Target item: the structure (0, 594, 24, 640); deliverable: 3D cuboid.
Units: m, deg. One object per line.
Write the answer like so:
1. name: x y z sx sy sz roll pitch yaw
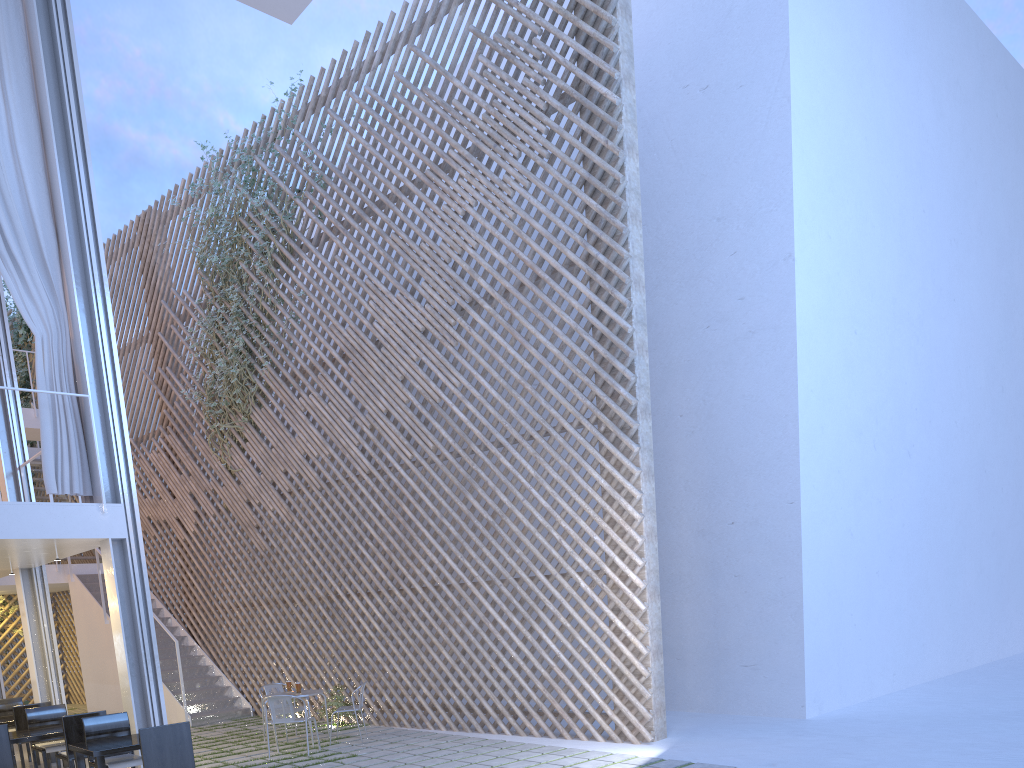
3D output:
1. structure: -5.396 2.494 8.631 1.118 2.005 0.292 -6 7 -42

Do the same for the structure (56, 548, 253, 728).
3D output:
1. structure: -3.307 1.876 6.779 2.004 1.966 1.156 -7 -1 40

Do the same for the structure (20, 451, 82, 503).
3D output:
1. structure: -2.580 0.605 4.728 0.027 0.555 1.751 -11 -4 -44

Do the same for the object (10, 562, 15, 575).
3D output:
1. object: -2.955 1.087 4.856 0.028 0.079 0.029 -7 6 -32

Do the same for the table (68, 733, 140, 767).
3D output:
1. table: -1.632 1.684 3.523 0.355 0.330 0.360 0 -6 -43

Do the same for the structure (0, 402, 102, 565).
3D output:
1. structure: -4.673 0.958 8.128 1.280 1.894 0.517 -4 5 41

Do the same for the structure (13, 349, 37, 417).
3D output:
1. structure: -4.135 0.003 7.076 1.133 0.562 0.027 5 0 -42

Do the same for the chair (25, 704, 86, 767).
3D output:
1. chair: -2.380 1.898 4.305 0.187 0.440 0.241 -8 4 -43

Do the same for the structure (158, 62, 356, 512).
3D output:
1. structure: -1.821 -0.467 5.985 2.406 2.736 0.714 -6 4 38

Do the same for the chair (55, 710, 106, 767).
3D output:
1. chair: -2.062 1.784 3.958 0.187 0.440 0.241 -8 4 -43

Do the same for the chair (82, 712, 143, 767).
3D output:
1. chair: -1.740 1.679 3.648 0.187 0.440 0.241 -8 4 -43

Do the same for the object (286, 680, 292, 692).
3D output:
1. object: -1.380 1.871 5.093 0.032 0.077 0.030 -4 4 2

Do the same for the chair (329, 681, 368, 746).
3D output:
1. chair: -0.995 2.013 5.056 0.249 0.381 0.260 -4 0 -3

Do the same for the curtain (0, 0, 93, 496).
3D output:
1. curtain: -2.321 -0.684 3.704 0.097 2.433 0.497 3 10 45

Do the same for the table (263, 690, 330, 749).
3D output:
1. table: -1.315 2.051 5.030 0.351 0.333 0.349 -5 -4 9

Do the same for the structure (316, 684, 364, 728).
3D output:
1. structure: -1.221 2.258 5.778 0.322 0.323 0.292 -6 -3 32

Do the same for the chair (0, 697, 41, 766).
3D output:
1. chair: -3.048 2.137 5.032 0.187 0.440 0.241 -8 4 -43

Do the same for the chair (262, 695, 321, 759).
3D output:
1. chair: -1.270 1.940 4.695 0.263 0.381 0.245 -4 1 2

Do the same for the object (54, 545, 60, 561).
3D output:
1. object: -3.475 1.339 4.250 1.664 0.809 1.896 6 -15 -44

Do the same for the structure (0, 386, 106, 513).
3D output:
1. structure: -1.946 0.698 3.013 1.342 1.790 1.470 -4 -1 -43

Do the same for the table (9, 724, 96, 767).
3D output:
1. table: -2.437 1.867 3.992 0.912 0.325 0.360 7 -11 -42

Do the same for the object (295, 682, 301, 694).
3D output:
1. object: -1.279 1.820 4.925 0.032 0.077 0.030 -4 4 2

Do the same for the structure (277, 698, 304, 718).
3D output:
1. structure: -1.672 2.447 6.249 0.263 0.260 0.269 -2 -5 -35

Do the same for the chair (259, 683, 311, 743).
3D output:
1. chair: -1.478 2.114 5.304 0.257 0.381 0.251 -5 1 -43

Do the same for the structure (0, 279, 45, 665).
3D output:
1. structure: -5.705 1.086 9.385 3.366 4.542 1.077 -5 4 44

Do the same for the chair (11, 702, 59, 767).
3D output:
1. chair: -2.730 2.023 4.685 0.187 0.440 0.241 -8 4 -43

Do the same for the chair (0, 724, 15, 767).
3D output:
1. chair: -2.363 1.736 3.687 0.187 0.440 0.241 -8 4 -43

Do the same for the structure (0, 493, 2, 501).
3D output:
1. structure: -3.832 1.054 6.091 0.027 0.555 1.753 -11 -4 -44

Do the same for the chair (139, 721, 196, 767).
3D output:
1. chair: -1.398 1.557 3.276 0.187 0.440 0.241 -8 4 -43

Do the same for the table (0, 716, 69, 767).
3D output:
1. table: -3.071 2.094 4.682 0.912 0.325 0.360 7 -11 -42
